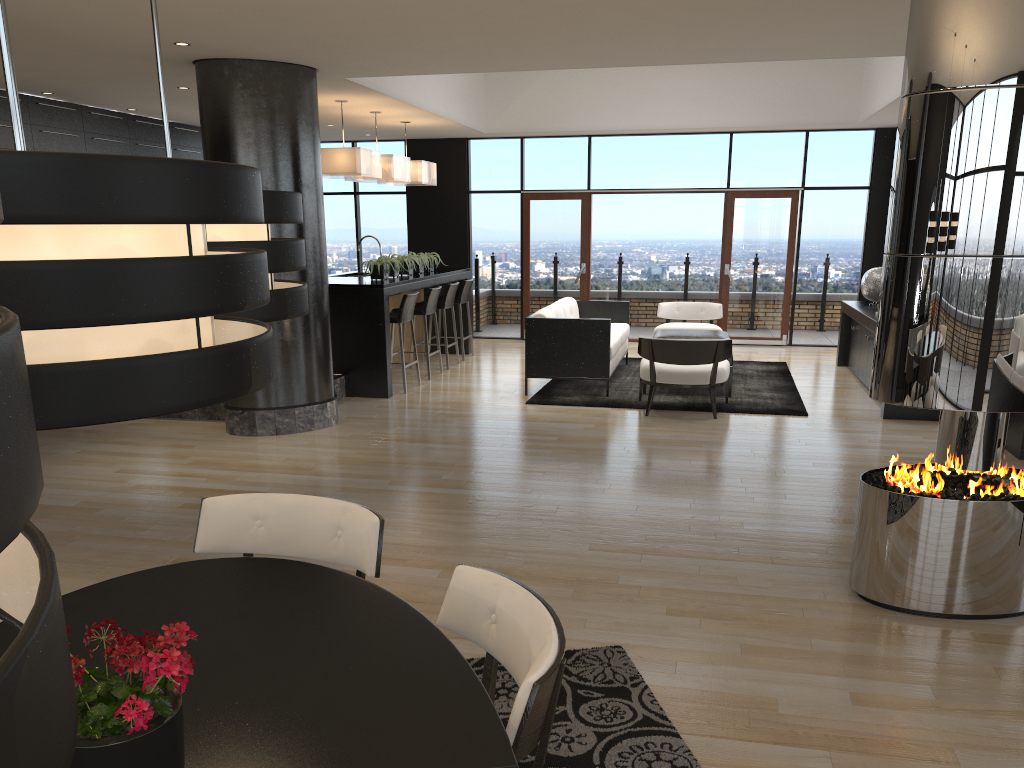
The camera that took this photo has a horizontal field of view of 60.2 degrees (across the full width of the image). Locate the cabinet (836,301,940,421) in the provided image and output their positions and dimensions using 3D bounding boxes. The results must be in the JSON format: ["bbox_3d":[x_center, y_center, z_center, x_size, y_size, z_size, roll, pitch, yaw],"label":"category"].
[{"bbox_3d":[3.770,-0.319,8.749,0.620,0.756,2.978,3,11,12],"label":"cabinet"}]

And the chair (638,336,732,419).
[{"bbox_3d":[1.503,-0.091,7.732,0.804,0.690,0.670,2,13,12],"label":"chair"}]

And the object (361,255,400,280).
[{"bbox_3d":[-1.363,-1.166,8.833,0.394,0.244,0.401,9,15,36],"label":"object"}]

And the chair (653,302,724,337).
[{"bbox_3d":[2.124,-0.620,10.620,0.804,0.690,0.670,2,13,12],"label":"chair"}]

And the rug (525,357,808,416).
[{"bbox_3d":[1.684,-0.034,9.295,2.478,0.012,2.973,2,11,13],"label":"rug"}]

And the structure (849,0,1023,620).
[{"bbox_3d":[1.959,-0.410,3.599,0.892,2.804,0.573,0,15,0],"label":"structure"}]

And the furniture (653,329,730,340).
[{"bbox_3d":[1.932,-0.325,9.546,0.827,0.494,0.811,2,12,12],"label":"furniture"}]

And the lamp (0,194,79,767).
[{"bbox_3d":[-0.420,-0.497,0.071,0.535,1.359,0.524,-3,15,-10],"label":"lamp"}]

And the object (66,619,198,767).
[{"bbox_3d":[-0.564,0.489,1.283,0.228,0.305,0.232,-2,14,-8],"label":"object"}]

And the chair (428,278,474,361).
[{"bbox_3d":[-0.739,-0.799,10.846,0.518,0.985,0.465,3,15,12],"label":"chair"}]

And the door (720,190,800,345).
[{"bbox_3d":[3.255,-1.519,11.675,0.897,2.038,0.093,3,15,12],"label":"door"}]

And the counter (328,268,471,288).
[{"bbox_3d":[-1.428,-1.191,9.737,1.178,0.032,3.052,2,11,12],"label":"counter"}]

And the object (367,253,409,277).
[{"bbox_3d":[-1.251,-1.236,9.213,0.403,0.244,0.392,8,15,36],"label":"object"}]

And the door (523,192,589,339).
[{"bbox_3d":[0.592,-1.613,12.237,0.897,2.038,0.093,3,15,12],"label":"door"}]

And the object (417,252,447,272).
[{"bbox_3d":[-1.029,-1.433,10.351,0.403,0.222,0.392,8,14,36],"label":"object"}]

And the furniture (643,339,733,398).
[{"bbox_3d":[1.750,-0.178,8.744,0.827,0.494,0.811,2,12,12],"label":"furniture"}]

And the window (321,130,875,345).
[{"bbox_3d":[2.213,-1.761,5.151,10.125,4.892,15.557,0,11,-1],"label":"window"}]

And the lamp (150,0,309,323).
[{"bbox_3d":[-0.726,-0.807,1.778,0.535,1.359,0.524,-3,15,-10],"label":"lamp"}]

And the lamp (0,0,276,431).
[{"bbox_3d":[-0.573,-0.652,0.924,0.535,1.359,0.524,-3,15,-10],"label":"lamp"}]

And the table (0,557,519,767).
[{"bbox_3d":[-0.579,1.015,1.430,1.208,0.786,2.063,-2,11,-8],"label":"table"}]

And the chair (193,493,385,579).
[{"bbox_3d":[-0.718,0.789,2.573,0.641,0.824,0.604,4,14,18],"label":"chair"}]

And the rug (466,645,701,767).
[{"bbox_3d":[-0.581,1.401,1.469,2.715,0.011,3.647,-2,10,-10],"label":"rug"}]

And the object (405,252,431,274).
[{"bbox_3d":[-1.056,-1.375,9.972,0.394,0.244,0.401,9,15,36],"label":"object"}]

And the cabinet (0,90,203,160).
[{"bbox_3d":[-4.200,-1.718,10.303,0.728,2.579,5.613,3,12,12],"label":"cabinet"}]

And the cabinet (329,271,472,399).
[{"bbox_3d":[-1.427,-0.662,9.880,1.178,1.060,3.052,3,11,12],"label":"cabinet"}]

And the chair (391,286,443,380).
[{"bbox_3d":[-1.031,-0.563,9.553,0.518,0.985,0.465,3,15,12],"label":"chair"}]

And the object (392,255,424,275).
[{"bbox_3d":[-1.134,-1.299,9.620,0.394,0.222,0.401,8,14,36],"label":"object"}]

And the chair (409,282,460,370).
[{"bbox_3d":[-0.882,-0.683,10.211,0.518,0.985,0.465,3,15,12],"label":"chair"}]

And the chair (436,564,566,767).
[{"bbox_3d":[-0.206,0.898,1.966,0.615,0.824,0.630,-4,14,-17],"label":"chair"}]

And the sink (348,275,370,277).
[{"bbox_3d":[-1.672,-1.097,9.772,0.460,0.163,0.904,2,11,12],"label":"sink"}]

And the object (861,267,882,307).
[{"bbox_3d":[3.986,-1.044,9.463,0.464,0.416,0.454,-1,13,-5],"label":"object"}]

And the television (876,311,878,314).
[{"bbox_3d":[3.773,-1.031,8.535,0.406,0.727,0.918,8,15,30],"label":"television"}]

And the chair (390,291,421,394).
[{"bbox_3d":[-1.199,-0.427,8.812,0.518,0.985,0.465,3,15,12],"label":"chair"}]

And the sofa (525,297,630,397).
[{"bbox_3d":[0.751,-0.444,9.313,0.837,0.821,1.991,3,11,12],"label":"sofa"}]

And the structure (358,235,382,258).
[{"bbox_3d":[-1.716,-1.129,9.817,0.655,1.040,2.721,3,11,12],"label":"structure"}]
